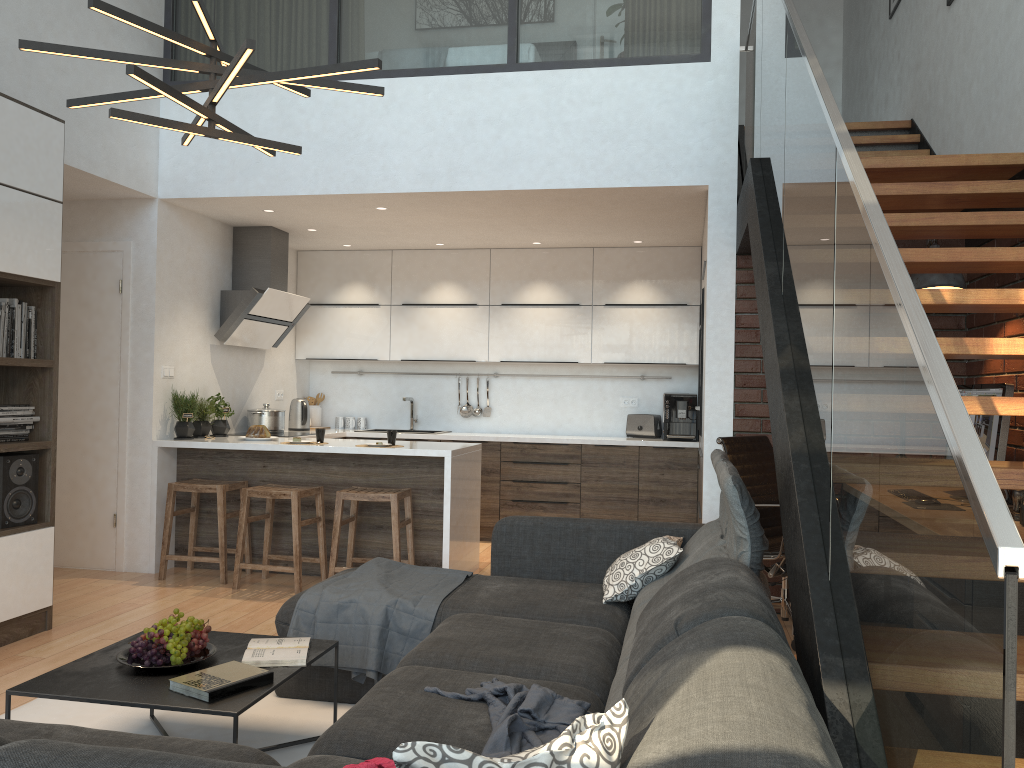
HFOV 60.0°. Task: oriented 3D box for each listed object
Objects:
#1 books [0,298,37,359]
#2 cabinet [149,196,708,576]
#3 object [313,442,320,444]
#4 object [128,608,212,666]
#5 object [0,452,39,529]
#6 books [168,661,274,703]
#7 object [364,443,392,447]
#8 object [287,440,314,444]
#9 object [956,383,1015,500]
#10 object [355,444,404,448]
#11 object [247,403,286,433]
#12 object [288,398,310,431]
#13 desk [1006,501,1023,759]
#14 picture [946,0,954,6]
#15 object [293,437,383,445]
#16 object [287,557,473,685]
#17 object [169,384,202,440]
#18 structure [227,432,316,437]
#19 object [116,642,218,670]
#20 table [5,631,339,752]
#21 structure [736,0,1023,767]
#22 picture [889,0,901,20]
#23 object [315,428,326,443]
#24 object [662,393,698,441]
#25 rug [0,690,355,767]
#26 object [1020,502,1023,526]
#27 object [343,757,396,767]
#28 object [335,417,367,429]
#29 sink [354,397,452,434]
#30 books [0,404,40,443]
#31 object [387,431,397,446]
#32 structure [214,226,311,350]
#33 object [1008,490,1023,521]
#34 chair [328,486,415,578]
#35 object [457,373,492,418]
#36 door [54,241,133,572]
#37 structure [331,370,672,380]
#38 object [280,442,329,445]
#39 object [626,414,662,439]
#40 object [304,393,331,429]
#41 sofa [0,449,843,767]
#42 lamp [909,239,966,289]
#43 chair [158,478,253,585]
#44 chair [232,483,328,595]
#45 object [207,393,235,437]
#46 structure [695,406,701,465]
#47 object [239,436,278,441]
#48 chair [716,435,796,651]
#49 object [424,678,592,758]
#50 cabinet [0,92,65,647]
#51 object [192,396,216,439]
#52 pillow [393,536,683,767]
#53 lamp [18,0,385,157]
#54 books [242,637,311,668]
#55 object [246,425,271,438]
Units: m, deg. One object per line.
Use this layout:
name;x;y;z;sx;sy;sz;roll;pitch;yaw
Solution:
books;-2.446;-0.263;4.187;0.201;0.287;0.332;1;-1;11
cabinet;-0.350;0.057;6.516;3.495;2.401;2.401;1;-1;11
object;-1.246;0.374;5.614;0.025;0.011;0.126;1;-1;15
object;-1.078;0.779;2.771;0.256;0.173;0.279;1;-1;8
object;-2.414;0.498;4.203;0.244;0.331;0.214;1;-1;21
books;-0.832;0.851;2.544;0.179;0.029;0.225;1;-1;34
object;-0.834;0.379;5.513;0.176;0.014;0.176;1;-1;16
object;-1.351;0.370;5.651;0.176;0.014;0.176;1;-1;1
object;2.035;0.266;4.094;0.431;0.535;0.716;1;-1;11
object;-0.829;0.388;5.555;0.304;0.002;0.304;1;-1;43
object;-1.900;0.262;6.855;0.315;0.223;0.288;2;-1;-38
object;-1.776;0.253;7.392;0.179;0.270;0.220;1;-1;-2
desk;1.892;0.902;3.729;0.610;0.750;2.182;1;-1;11
picture;2.459;-2.692;4.723;0.025;0.990;0.871;1;-1;11
object;-1.098;0.360;5.573;0.597;0.039;0.064;1;-1;7
object;-0.483;0.935;3.529;0.548;0.369;0.685;1;-1;19
object;-2.156;0.181;5.846;0.186;0.367;0.196;1;-1;11
structure;-1.804;0.377;6.696;0.550;0.006;0.609;1;-1;11
object;-1.073;0.850;2.763;0.295;0.026;0.295;1;-1;5
table;-1.005;1.026;2.747;0.700;0.323;0.700;1;-1;11
structure;1.618;-0.229;3.519;1.289;3.460;5.660;1;-1;11
picture;2.819;-2.949;6.512;0.025;0.410;0.333;1;-1;11
object;-1.240;0.335;5.736;0.066;0.093;0.066;2;-1;-43
object;1.353;0.260;7.116;0.274;0.378;0.532;1;-1;11
rug;-1.088;1.201;2.903;1.606;0.013;2.496;1;-1;11
object;1.934;0.464;3.187;0.149;0.119;0.166;1;-1;8
object;-0.200;0.772;1.622;0.323;0.077;0.536;2;-1;-45
object;-1.432;0.346;7.879;0.297;0.105;0.112;1;-1;13
sink;-0.915;0.374;7.536;0.706;0.518;0.512;1;-1;11
books;-2.441;0.183;4.155;0.224;0.176;0.374;1;-1;11
object;-0.761;0.342;5.611;0.066;0.093;0.066;1;-1;-16
structure;-1.865;-0.777;6.728;0.407;0.998;0.898;1;-1;11
object;2.037;0.448;3.495;0.149;0.160;0.252;1;-1;20
chair;-0.833;0.937;5.345;0.450;0.600;0.350;1;-1;9
object;-0.335;0.101;7.698;0.320;0.389;0.069;1;-1;12
door;-2.944;0.139;5.799;0.974;2.136;0.085;1;-1;11
structure;-0.143;-0.077;7.671;3.000;0.045;0.050;1;-1;11
object;-1.331;0.379;5.685;0.305;0.002;0.305;1;-1;-20
object;1.088;0.346;7.319;0.260;0.195;0.177;1;-1;31
object;-1.762;0.234;7.822;0.221;0.316;0.330;1;-1;11
sofa;-0.345;0.725;2.469;2.108;0.995;3.169;1;-1;11
lamp;2.088;0.284;4.334;0.462;2.003;1.054;1;-1;-5
chair;-1.923;0.918;5.604;0.450;0.600;0.350;1;-1;11
chair;-1.392;0.926;5.375;0.450;0.600;0.350;1;-1;16
object;-2.068;0.215;6.249;0.179;0.311;0.172;1;-1;22
structure;1.576;0.313;6.420;0.495;0.570;0.595;1;-1;11
object;-1.698;0.364;5.935;0.261;0.021;0.261;1;-1;6
chair;1.446;0.778;4.577;0.651;0.991;0.700;2;-1;-45
object;0.062;0.808;1.990;0.411;0.118;0.905;1;-1;-13
cabinet;-2.760;-0.077;2.398;0.338;2.494;4.036;1;-1;11
object;-2.113;0.226;6.058;0.221;0.283;0.211;1;-1;24
pillow;0.268;0.678;2.458;0.386;0.364;2.734;1;-1;15
lamp;-0.910;-2.599;2.810;1.200;3.645;0.831;1;-1;21
books;-0.756;0.858;2.861;0.199;0.025;0.294;1;-1;-10
object;-1.705;0.325;5.949;0.155;0.101;0.161;1;-1;7
